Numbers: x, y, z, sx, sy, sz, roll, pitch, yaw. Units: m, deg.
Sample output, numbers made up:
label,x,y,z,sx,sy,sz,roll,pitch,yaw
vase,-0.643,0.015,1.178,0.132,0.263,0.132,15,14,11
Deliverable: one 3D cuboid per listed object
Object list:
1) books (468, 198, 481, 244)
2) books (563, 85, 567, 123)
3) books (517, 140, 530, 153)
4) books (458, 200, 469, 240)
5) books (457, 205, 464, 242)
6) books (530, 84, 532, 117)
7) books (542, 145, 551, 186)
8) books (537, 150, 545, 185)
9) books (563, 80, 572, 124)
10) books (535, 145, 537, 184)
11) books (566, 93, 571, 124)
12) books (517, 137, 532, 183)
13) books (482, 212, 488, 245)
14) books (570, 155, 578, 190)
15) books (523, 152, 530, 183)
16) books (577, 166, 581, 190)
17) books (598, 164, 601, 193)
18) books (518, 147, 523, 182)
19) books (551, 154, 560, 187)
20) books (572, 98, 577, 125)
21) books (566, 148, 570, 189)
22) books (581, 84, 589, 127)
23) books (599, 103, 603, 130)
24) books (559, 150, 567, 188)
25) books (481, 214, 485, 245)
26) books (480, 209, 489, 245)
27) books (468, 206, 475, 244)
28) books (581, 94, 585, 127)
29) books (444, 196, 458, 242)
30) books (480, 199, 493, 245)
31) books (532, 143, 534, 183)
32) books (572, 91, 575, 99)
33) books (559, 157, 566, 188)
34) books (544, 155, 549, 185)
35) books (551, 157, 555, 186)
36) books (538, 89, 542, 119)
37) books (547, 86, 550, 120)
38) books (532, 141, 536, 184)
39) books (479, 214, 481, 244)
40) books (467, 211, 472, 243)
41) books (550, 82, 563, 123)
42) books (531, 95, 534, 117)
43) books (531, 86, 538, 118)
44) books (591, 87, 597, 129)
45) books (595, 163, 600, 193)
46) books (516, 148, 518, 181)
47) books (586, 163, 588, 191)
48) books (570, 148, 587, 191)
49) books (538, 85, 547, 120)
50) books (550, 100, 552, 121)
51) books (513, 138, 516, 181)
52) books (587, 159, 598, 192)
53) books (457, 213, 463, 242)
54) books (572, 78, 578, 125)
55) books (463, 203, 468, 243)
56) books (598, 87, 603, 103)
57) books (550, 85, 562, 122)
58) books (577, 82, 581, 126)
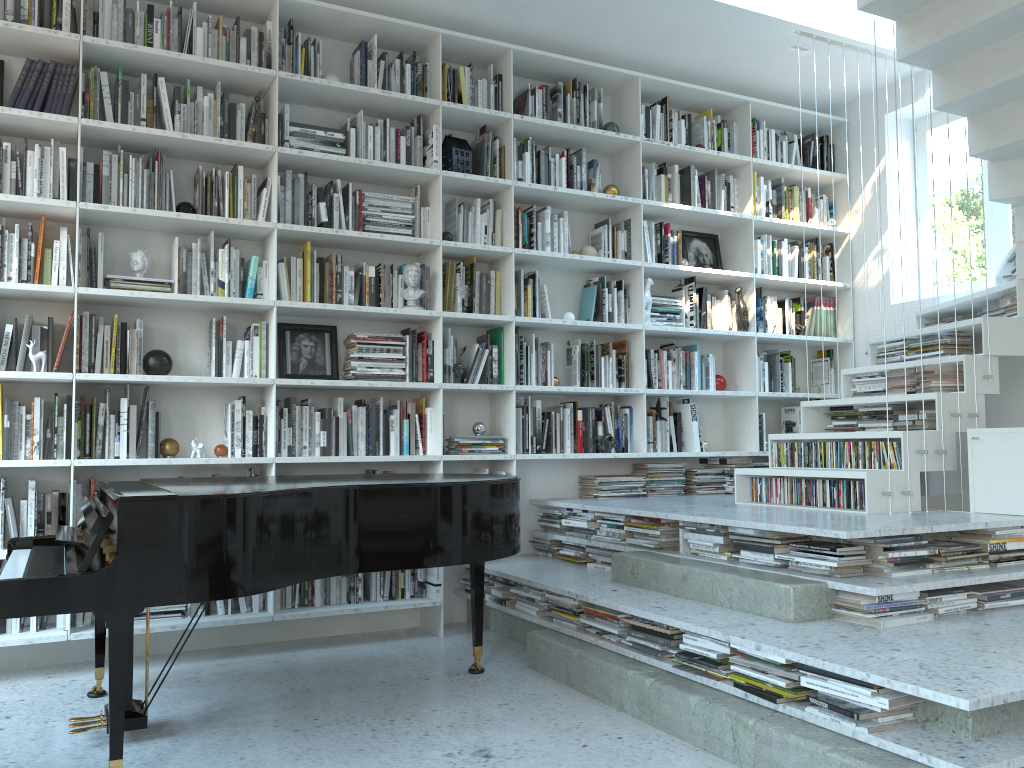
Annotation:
label,x,y,z,sx,sy,sz,roll,pitch,yaw
books,-0.223,-0.856,4.843,0.028,0.275,0.187,1,-4,-27
books,0.274,-1.577,5.179,0.007,0.285,0.159,1,-4,-27
books,0.056,-1.217,5.033,0.011,0.283,0.173,1,-4,-27
books,-0.274,-0.856,4.848,0.019,0.275,0.146,1,-4,-27
books,-0.304,-0.839,4.837,0.024,0.242,0.159,1,-4,-27
books,0.066,-1.563,5.063,0.011,0.244,0.172,1,-4,-27
books,0.184,-1.213,5.109,0.013,0.284,0.154,1,-4,-27
books,0.137,-1.194,5.064,0.027,0.241,0.160,1,-4,-27
books,0.302,-1.591,5.179,0.006,0.312,0.179,1,-4,-27
books,0.109,-1.211,5.077,0.012,0.276,0.133,1,-4,-27
books,0.294,-1.551,5.166,0.018,0.231,0.160,1,-4,-27
books,0.070,-1.228,5.035,0.014,0.306,0.152,1,-4,-27
books,-0.179,-0.821,4.880,0.029,0.211,0.158,1,-4,-27
books,0.321,-1.187,5.157,0.030,0.237,0.186,1,-4,-27
books,0.048,-1.181,5.008,0.026,0.207,0.181,1,-4,-27
books,0.345,-1.158,5.172,0.027,0.181,0.176,1,-4,-27
books,0.479,-1.177,5.260,0.026,0.229,0.140,1,-4,-27
books,0.016,-1.198,5.013,0.026,0.243,0.148,1,-4,-27
books,0.228,-1.189,5.115,0.023,0.236,0.149,1,-4,-27
books,0.321,-1.536,5.166,0.018,0.200,0.188,1,-4,-27
books,0.293,-1.210,5.165,0.012,0.285,0.159,1,-4,-27
books,0.398,-1.586,5.222,0.008,0.306,0.183,1,-4,-27
books,0.484,-1.534,5.261,0.014,0.208,0.188,1,-4,-27
books,0.272,-1.202,5.139,0.012,0.264,0.156,1,-4,-27
books,-0.198,-0.815,4.869,0.027,0.196,0.185,1,-4,-27
books,-0.166,-0.832,4.895,0.024,0.233,0.149,1,-4,-27
books,-0.248,-0.835,4.853,0.023,0.236,0.178,1,-4,-27
books,0.380,-1.558,5.221,0.024,0.252,0.150,1,-4,-27
books,-0.333,-0.862,4.824,0.018,0.285,0.159,1,-4,-27
books,-0.151,-0.861,4.906,0.028,0.293,0.154,1,-4,-27
books,0.082,-1.209,5.038,0.010,0.268,0.166,1,-4,-27
books,0.325,-1.560,5.187,0.008,0.251,0.170,1,-4,-27
books,0.254,-1.176,5.111,0.021,0.209,0.181,1,-4,-27
books,0.164,-1.183,5.102,0.028,0.223,0.142,1,-4,-27
books,0.202,-1.179,5.114,0.025,0.216,0.144,1,-4,-27
books,0.122,-1.552,5.091,0.028,0.226,0.163,1,-4,-27
books,0.171,-1.566,5.118,0.021,0.256,0.169,1,-4,-27
books,0.097,-1.221,5.064,0.021,0.296,0.138,1,-4,-27
books,-0.213,-0.815,4.858,0.024,0.194,0.173,1,-4,-27
books,-0.263,-0.821,4.850,0.023,0.207,0.171,1,-4,-27
books,0.243,-1.582,5.156,0.024,0.292,0.167,1,-4,-27
books,0.086,-1.532,5.070,0.009,0.183,0.160,1,-4,-27
books,0.101,-1.556,5.065,0.013,0.229,0.174,1,-4,-27
books,0.448,-1.579,5.248,0.013,0.296,0.188,1,-4,-27
books,0.454,-1.173,5.227,0.048,0.216,0.182,1,-4,-27
books,-0.003,-1.196,5.010,0.012,0.239,0.139,1,-4,-27
books,0.395,-1.172,5.200,0.030,0.213,0.157,1,-4,-27
books,0.375,-1.210,5.176,0.029,0.285,0.183,1,-4,-27
books,0.149,-1.566,5.104,0.030,0.255,0.161,1,-4,-27
books,0.186,-1.531,5.143,0.031,0.190,0.132,1,-4,-27
books,-0.017,-1.220,4.989,0.012,0.285,0.159,1,-4,-27
books,0.438,-1.183,5.210,0.054,0.235,0.171,1,-4,-27
books,-0.312,-0.813,4.808,0.028,0.185,0.181,1,-4,-27
books,0.332,-1.599,5.192,0.007,0.329,0.183,1,-4,-27
books,-0.286,-0.843,4.840,0.028,0.250,0.164,1,-4,-27
books,0.492,-1.583,5.270,0.006,0.306,0.163,1,-4,-27
books,0.231,-1.567,5.122,0.028,0.258,0.185,1,-4,-27
books,0.349,-1.584,5.182,0.015,0.299,0.183,1,-4,-27
